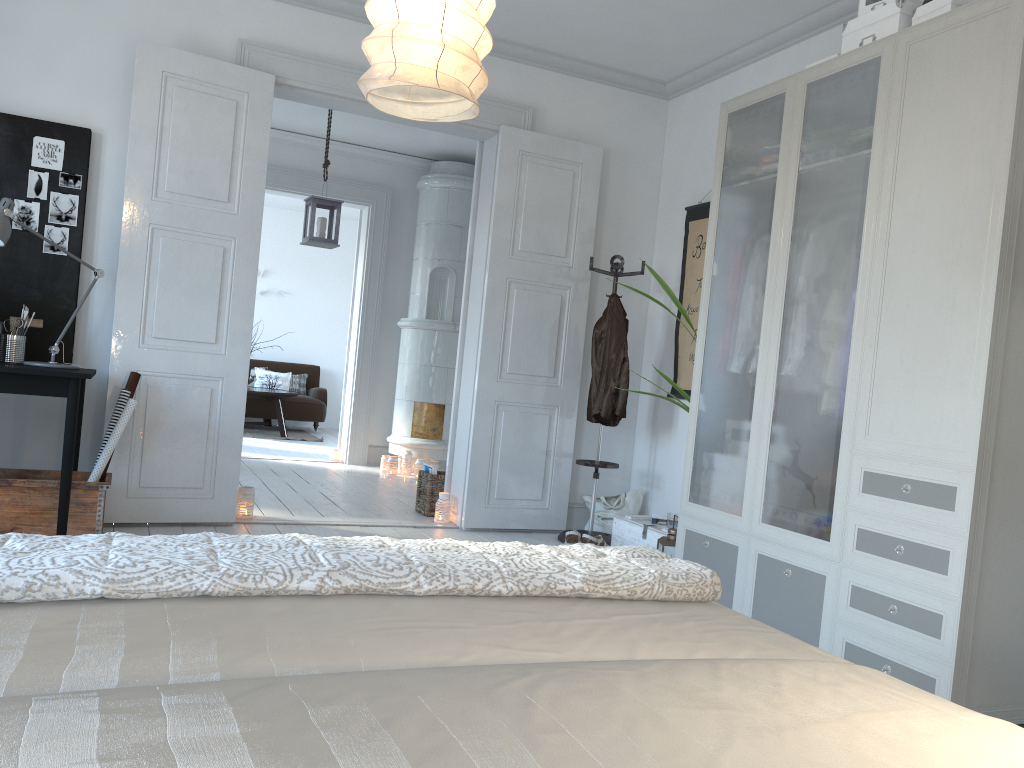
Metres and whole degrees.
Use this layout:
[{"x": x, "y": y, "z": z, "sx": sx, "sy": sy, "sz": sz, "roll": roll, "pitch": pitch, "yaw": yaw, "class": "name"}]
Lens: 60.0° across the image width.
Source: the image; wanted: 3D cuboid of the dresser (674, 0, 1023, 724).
[{"x": 1.352, "y": -0.078, "z": 3.313, "sx": 0.631, "sy": 2.164, "sz": 1.431, "roll": 5, "pitch": 1, "yaw": -24, "class": "dresser"}]

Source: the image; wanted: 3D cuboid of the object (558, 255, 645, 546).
[{"x": 0.534, "y": 0.099, "z": 5.163, "sx": 0.375, "sy": 1.659, "sz": 0.374, "roll": 5, "pitch": 1, "yaw": -16, "class": "object"}]

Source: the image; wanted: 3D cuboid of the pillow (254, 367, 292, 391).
[{"x": -2.994, "y": -0.038, "z": 11.074, "sx": 0.471, "sy": 0.309, "sz": 0.188, "roll": 5, "pitch": 1, "yaw": -23, "class": "pillow"}]

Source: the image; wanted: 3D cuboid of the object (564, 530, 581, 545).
[{"x": 0.334, "y": 0.852, "z": 4.881, "sx": 0.099, "sy": 0.126, "sz": 0.272, "roll": 6, "pitch": 1, "yaw": 9, "class": "object"}]

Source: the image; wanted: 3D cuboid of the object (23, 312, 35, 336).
[{"x": -2.218, "y": -0.211, "z": 4.025, "sx": 0.009, "sy": 0.240, "sz": 0.084, "roll": 7, "pitch": 2, "yaw": 43, "class": "object"}]

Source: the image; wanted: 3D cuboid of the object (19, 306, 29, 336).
[{"x": -2.236, "y": -0.226, "z": 4.032, "sx": 0.012, "sy": 0.264, "sz": 0.062, "roll": 6, "pitch": 1, "yaw": 19, "class": "object"}]

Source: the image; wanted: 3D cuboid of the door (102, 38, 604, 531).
[{"x": -0.818, "y": -0.454, "z": 5.024, "sx": 2.600, "sy": 2.506, "sz": 0.577, "roll": 5, "pitch": 1, "yaw": -24, "class": "door"}]

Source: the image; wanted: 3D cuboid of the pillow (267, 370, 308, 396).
[{"x": -2.857, "y": -0.013, "z": 11.258, "sx": 0.542, "sy": 0.288, "sz": 0.182, "roll": 5, "pitch": 1, "yaw": -23, "class": "pillow"}]

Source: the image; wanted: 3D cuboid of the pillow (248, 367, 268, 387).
[{"x": -3.292, "y": -0.057, "z": 11.027, "sx": 0.473, "sy": 0.348, "sz": 0.158, "roll": 5, "pitch": 1, "yaw": -25, "class": "pillow"}]

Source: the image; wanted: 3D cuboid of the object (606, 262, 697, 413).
[{"x": 0.910, "y": 0.193, "z": 4.290, "sx": 1.043, "sy": 1.554, "sz": 0.289, "roll": 6, "pitch": 1, "yaw": 6, "class": "object"}]

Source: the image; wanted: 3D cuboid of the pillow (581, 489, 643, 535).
[{"x": 0.615, "y": 0.780, "z": 5.435, "sx": 0.317, "sy": 0.314, "sz": 0.272, "roll": 5, "pitch": 1, "yaw": -23, "class": "pillow"}]

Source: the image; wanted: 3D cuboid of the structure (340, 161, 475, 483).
[{"x": -0.712, "y": -0.540, "z": 7.760, "sx": 0.800, "sy": 2.829, "sz": 1.248, "roll": 6, "pitch": 1, "yaw": 21, "class": "structure"}]

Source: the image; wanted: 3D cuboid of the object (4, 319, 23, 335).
[{"x": -2.271, "y": -0.198, "z": 4.015, "sx": 0.081, "sy": 0.198, "sz": 0.050, "roll": 6, "pitch": 1, "yaw": 1, "class": "object"}]

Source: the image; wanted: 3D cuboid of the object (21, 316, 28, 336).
[{"x": -2.232, "y": -0.203, "z": 4.025, "sx": 0.009, "sy": 0.222, "sz": 0.082, "roll": 6, "pitch": 1, "yaw": 6, "class": "object"}]

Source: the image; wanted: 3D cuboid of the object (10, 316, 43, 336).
[{"x": -2.236, "y": -0.198, "z": 4.077, "sx": 0.138, "sy": 0.209, "sz": 0.034, "roll": 5, "pitch": 2, "yaw": -44, "class": "object"}]

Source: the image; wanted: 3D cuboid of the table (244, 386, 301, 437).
[{"x": -3.117, "y": 0.295, "z": 10.191, "sx": 1.301, "sy": 0.503, "sz": 1.298, "roll": 5, "pitch": 1, "yaw": -33, "class": "table"}]

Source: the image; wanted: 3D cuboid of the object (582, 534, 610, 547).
[{"x": 0.473, "y": 0.866, "z": 4.789, "sx": 0.099, "sy": 0.126, "sz": 0.272, "roll": 6, "pitch": 1, "yaw": 39, "class": "object"}]

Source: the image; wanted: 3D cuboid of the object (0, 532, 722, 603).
[{"x": -0.352, "y": 0.304, "z": 1.469, "sx": 1.461, "sy": 0.104, "sz": 0.404, "roll": 5, "pitch": 0, "yaw": -24, "class": "object"}]

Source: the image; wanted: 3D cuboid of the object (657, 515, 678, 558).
[{"x": 0.746, "y": 0.786, "z": 4.108, "sx": 0.132, "sy": 0.352, "sz": 0.137, "roll": 6, "pitch": 1, "yaw": -1, "class": "object"}]

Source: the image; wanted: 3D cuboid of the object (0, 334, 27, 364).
[{"x": -2.261, "y": -0.157, "z": 4.010, "sx": 0.108, "sy": 0.128, "sz": 0.108, "roll": 5, "pitch": 1, "yaw": -9, "class": "object"}]

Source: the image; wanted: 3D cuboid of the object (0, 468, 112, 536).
[{"x": -2.138, "y": 0.539, "z": 3.904, "sx": 0.665, "sy": 0.282, "sz": 0.339, "roll": 5, "pitch": 1, "yaw": -24, "class": "object"}]

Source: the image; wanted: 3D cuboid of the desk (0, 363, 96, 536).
[{"x": -2.441, "y": 0.272, "z": 3.755, "sx": 1.160, "sy": 0.759, "sz": 0.650, "roll": 5, "pitch": 1, "yaw": -24, "class": "desk"}]

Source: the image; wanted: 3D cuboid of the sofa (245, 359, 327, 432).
[{"x": -3.407, "y": 0.089, "z": 10.912, "sx": 2.166, "sy": 0.825, "sz": 0.968, "roll": 5, "pitch": 1, "yaw": -24, "class": "sofa"}]

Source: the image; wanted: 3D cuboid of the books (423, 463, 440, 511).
[{"x": -0.459, "y": 0.667, "z": 5.678, "sx": 0.201, "sy": 0.300, "sz": 0.179, "roll": 5, "pitch": 1, "yaw": -24, "class": "books"}]

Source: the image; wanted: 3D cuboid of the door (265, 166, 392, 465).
[{"x": -2.014, "y": -0.587, "z": 7.786, "sx": 2.600, "sy": 2.506, "sz": 0.577, "roll": 5, "pitch": 1, "yaw": -24, "class": "door"}]

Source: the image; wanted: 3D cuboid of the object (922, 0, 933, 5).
[{"x": 1.528, "y": -1.357, "z": 3.118, "sx": 0.213, "sy": 0.110, "sz": 0.080, "roll": 5, "pitch": 1, "yaw": -30, "class": "object"}]

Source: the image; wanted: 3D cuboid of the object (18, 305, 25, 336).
[{"x": -2.240, "y": -0.229, "z": 4.030, "sx": 0.008, "sy": 0.267, "sz": 0.060, "roll": 5, "pitch": 1, "yaw": -7, "class": "object"}]

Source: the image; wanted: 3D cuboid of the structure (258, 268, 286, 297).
[{"x": -3.408, "y": -1.263, "z": 11.327, "sx": 1.026, "sy": 0.478, "sz": 0.085, "roll": 5, "pitch": 1, "yaw": -24, "class": "structure"}]

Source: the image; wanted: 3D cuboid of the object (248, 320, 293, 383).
[{"x": -2.918, "y": -0.470, "z": 10.157, "sx": 0.525, "sy": 1.066, "sz": 0.846, "roll": 6, "pitch": 1, "yaw": 37, "class": "object"}]

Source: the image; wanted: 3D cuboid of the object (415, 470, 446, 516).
[{"x": -0.450, "y": 0.701, "z": 5.683, "sx": 0.270, "sy": 0.265, "sz": 0.223, "roll": 5, "pitch": 1, "yaw": -24, "class": "object"}]

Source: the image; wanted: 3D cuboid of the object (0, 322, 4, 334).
[{"x": -2.369, "y": -0.192, "z": 4.039, "sx": 0.079, "sy": 0.188, "sz": 0.078, "roll": 4, "pitch": 2, "yaw": -45, "class": "object"}]
